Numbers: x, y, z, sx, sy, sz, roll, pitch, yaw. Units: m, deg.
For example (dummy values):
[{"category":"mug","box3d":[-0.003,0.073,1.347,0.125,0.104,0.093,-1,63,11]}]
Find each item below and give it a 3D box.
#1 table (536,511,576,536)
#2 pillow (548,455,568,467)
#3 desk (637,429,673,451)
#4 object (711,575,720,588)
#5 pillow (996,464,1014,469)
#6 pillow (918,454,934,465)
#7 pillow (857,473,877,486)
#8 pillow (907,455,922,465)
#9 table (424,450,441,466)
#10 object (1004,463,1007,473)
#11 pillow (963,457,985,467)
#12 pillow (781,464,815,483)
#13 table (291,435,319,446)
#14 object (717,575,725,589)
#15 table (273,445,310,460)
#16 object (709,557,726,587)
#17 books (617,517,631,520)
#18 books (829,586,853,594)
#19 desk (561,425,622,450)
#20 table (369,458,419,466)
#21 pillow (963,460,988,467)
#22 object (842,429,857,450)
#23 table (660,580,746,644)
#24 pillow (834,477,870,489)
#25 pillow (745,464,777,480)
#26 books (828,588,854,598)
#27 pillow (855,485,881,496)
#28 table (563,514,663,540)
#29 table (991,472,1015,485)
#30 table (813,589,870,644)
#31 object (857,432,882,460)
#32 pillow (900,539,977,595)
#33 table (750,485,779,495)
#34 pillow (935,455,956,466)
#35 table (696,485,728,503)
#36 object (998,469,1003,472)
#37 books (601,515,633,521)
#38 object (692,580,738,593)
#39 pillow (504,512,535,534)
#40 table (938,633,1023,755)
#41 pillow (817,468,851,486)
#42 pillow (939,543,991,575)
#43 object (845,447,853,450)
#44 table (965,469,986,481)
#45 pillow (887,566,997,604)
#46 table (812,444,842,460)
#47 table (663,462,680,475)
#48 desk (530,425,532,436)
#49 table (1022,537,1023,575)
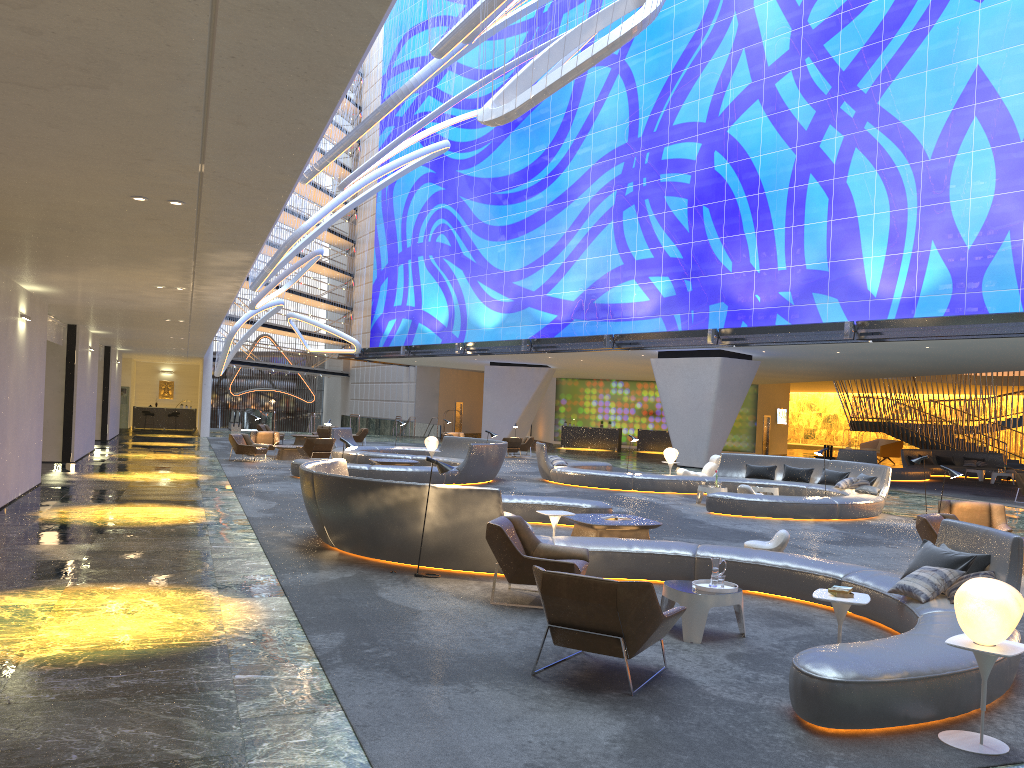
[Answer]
[{"category":"table","box3d":[0.512,1.864,10.824,0.418,0.595,0.427,3,0,-24]},{"category":"pillow","box3d":[1.124,1.980,22.907,0.692,0.262,0.877,3,-1,-12]},{"category":"desk","box3d":[7.927,2.914,45.167,2.976,1.097,0.814,2,0,16]},{"category":"object","box3d":[1.705,1.674,7.446,0.071,0.118,0.071,3,0,-38]},{"category":"pillow","box3d":[18.639,3.138,33.506,0.445,0.207,0.443,3,-1,-34]},{"category":"pillow","box3d":[15.928,2.915,34.116,0.759,0.417,0.281,3,0,-27]},{"category":"pillow","box3d":[7.658,2.139,19.345,0.317,0.366,0.775,3,-1,-4]},{"category":"pillow","box3d":[15.252,2.892,33.591,0.769,0.369,0.295,4,-1,-41]},{"category":"table","box3d":[-2.168,2.100,23.953,0.418,0.595,0.427,3,0,-21]},{"category":"object","box3d":[17.142,2.906,30.812,0.076,0.356,0.066,2,0,-28]},{"category":"pillow","box3d":[17.833,3.013,34.216,0.774,0.366,0.317,2,-1,21]},{"category":"pillow","box3d":[6.763,2.136,21.032,0.758,0.417,0.282,2,-1,38]},{"category":"table","box3d":[-8.173,2.249,35.370,1.203,0.392,1.203,3,-1,-2]},{"category":"object","box3d":[1.767,1.678,7.496,0.071,0.118,0.071,3,0,37]},{"category":"table","box3d":[-6.637,2.088,26.870,1.203,0.392,1.203,3,-1,-21]},{"category":"object","box3d":[1.752,1.613,7.591,0.131,0.252,0.103,3,0,-37]},{"category":"books","box3d":[1.541,1.856,12.251,0.133,0.012,0.189,4,-2,-30]},{"category":"books","box3d":[2.385,1.491,6.430,0.133,0.022,0.189,2,-2,31]},{"category":"desk","box3d":[4.048,2.737,45.205,2.976,1.097,0.814,2,0,18]},{"category":"table","box3d":[-3.010,2.136,22.534,1.203,0.392,1.203,3,-1,-20]},{"category":"pillow","box3d":[17.718,3.047,34.055,0.878,0.262,0.692,3,-2,-30]},{"category":"object","box3d":[17.848,3.128,46.851,0.476,1.664,1.206,3,0,35]},{"category":"table","box3d":[1.628,1.940,7.623,0.671,0.406,0.673,3,-1,-24]},{"category":"pillow","box3d":[7.462,2.175,19.380,0.876,0.262,0.693,2,-2,35]},{"category":"pillow","box3d":[6.002,2.135,21.422,0.768,0.369,0.295,2,-1,24]},{"category":"books","box3d":[2.388,1.518,6.433,0.128,0.030,0.182,3,-2,2]},{"category":"pillow","box3d":[7.353,2.204,18.310,0.444,0.207,0.443,2,-1,31]},{"category":"table","box3d":[1.358,2.054,12.190,1.203,0.392,1.203,3,-1,-20]},{"category":"table","box3d":[17.008,3.279,30.737,0.671,0.406,0.673,3,-1,-33]},{"category":"table","box3d":[2.353,1.829,6.423,0.427,0.595,0.418,3,0,24]},{"category":"object","box3d":[18.911,3.177,46.840,1.205,1.664,0.476,3,0,-10]},{"category":"pillow","box3d":[3.771,1.621,7.857,0.315,0.386,0.785,3,-1,-5]},{"category":"table","box3d":[5.448,2.437,19.384,0.673,0.406,0.671,3,-1,-1]},{"category":"pillow","box3d":[16.813,2.967,34.384,0.785,0.386,0.315,3,0,-4]},{"category":"table","box3d":[4.148,2.356,18.607,0.670,0.406,0.674,2,-1,32]},{"category":"object","box3d":[17.056,3.025,30.943,0.151,0.118,0.071,2,0,15]},{"category":"books","box3d":[1.440,1.845,12.256,0.395,0.039,0.301,3,-2,-6]},{"category":"object","box3d":[1.728,1.721,7.542,0.381,0.038,0.381,3,-2,-28]},{"category":"pillow","box3d":[-0.067,1.571,9.945,0.876,0.262,0.693,2,-2,32]},{"category":"table","box3d":[2.763,1.823,5.223,0.427,0.595,0.418,2,0,44]},{"category":"pillow","box3d":[7.380,2.150,20.342,0.315,0.386,0.784,3,-1,-29]},{"category":"pillow","box3d":[3.953,1.657,7.962,0.295,0.369,0.769,3,-1,-8]},{"category":"object","box3d":[12.496,2.527,32.917,0.318,0.387,0.367,3,-1,-13]},{"category":"table","box3d":[16.855,3.313,32.245,0.670,0.406,0.674,2,-1,24]},{"category":"pillow","box3d":[3.674,1.699,7.513,0.873,0.280,0.685,2,-1,17]},{"category":"table","box3d":[16.332,3.493,45.780,1.241,0.727,2.308,2,-1,27]},{"category":"table","box3d":[4.221,2.386,23.699,0.427,0.595,0.418,2,0,44]},{"category":"desk","box3d":[0.656,3.009,60.857,2.976,1.097,0.814,2,0,18]},{"category":"table","box3d":[7.164,2.306,11.640,1.202,0.392,1.204,2,-1,15]}]
